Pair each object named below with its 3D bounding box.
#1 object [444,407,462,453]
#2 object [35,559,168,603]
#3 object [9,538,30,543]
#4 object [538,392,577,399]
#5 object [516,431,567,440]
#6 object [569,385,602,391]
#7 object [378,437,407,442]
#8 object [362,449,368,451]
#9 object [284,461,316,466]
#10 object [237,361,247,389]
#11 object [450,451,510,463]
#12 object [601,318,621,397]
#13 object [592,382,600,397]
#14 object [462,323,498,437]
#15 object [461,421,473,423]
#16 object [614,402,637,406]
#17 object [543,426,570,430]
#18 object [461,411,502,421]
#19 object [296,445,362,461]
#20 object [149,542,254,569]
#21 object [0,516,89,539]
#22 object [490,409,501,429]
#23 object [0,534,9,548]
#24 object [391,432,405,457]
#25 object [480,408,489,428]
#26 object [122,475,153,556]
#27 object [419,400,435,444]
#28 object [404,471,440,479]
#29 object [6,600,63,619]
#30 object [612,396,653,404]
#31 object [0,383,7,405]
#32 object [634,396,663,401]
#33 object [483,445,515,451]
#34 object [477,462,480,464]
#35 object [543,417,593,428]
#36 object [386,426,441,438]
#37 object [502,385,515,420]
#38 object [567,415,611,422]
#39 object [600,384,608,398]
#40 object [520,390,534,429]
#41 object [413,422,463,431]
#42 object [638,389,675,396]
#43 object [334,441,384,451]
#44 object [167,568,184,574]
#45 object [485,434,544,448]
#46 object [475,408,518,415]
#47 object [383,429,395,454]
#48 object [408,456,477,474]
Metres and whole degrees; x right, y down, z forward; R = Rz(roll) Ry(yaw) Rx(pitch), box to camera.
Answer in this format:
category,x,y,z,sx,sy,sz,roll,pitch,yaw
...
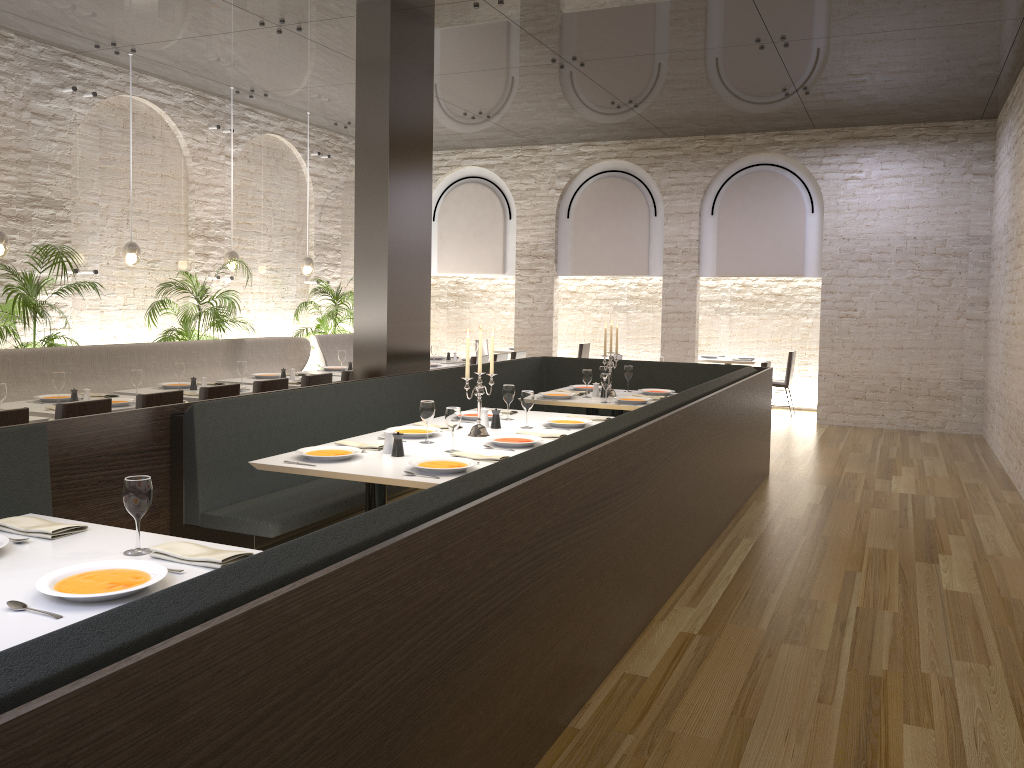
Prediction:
category,x,y,z,sx,sy,sz,roll,pitch,yaw
object,-0.306,0.237,4.594,0.086,0.230,0.087,0,4,-24
object,-1.089,0.531,2.361,0.322,0.036,0.322,6,7,43
object,-1.595,0.488,2.806,0.181,0.015,0.038,4,6,25
object,0.373,0.098,7.263,0.321,0.036,0.322,1,5,-1
object,0.174,0.298,5.168,0.273,0.033,0.143,3,6,24
object,0.673,0.040,7.945,0.322,0.036,0.322,3,6,19
object,-0.665,0.309,4.923,0.185,0.010,0.017,3,5,24
object,-0.822,0.337,4.564,0.181,0.015,0.038,4,6,25
object,-0.996,0.374,4.170,0.185,0.010,0.017,3,5,24
object,-2.309,-0.079,7.570,0.086,0.230,0.087,0,4,-24
object,-0.157,0.363,4.415,0.273,0.033,0.143,3,6,24
object,0.832,-0.226,7.465,0.132,0.655,0.390,3,4,34
object,0.703,0.048,7.415,0.069,0.126,0.069,-1,4,-24
object,-0.187,-0.027,5.146,0.132,0.655,0.390,3,4,34
object,-0.319,0.242,5.709,0.185,0.010,0.017,3,5,24
object,0.877,0.155,6.842,0.181,0.015,0.038,4,6,25
object,0.275,0.272,5.474,0.181,0.015,0.038,4,6,25
object,-0.226,0.215,5.899,0.322,0.036,0.322,3,6,19
object,-0.901,0.347,4.364,0.321,0.036,0.322,3,6,21
object,-0.930,0.507,2.656,0.273,0.033,0.143,3,6,24
object,-1.560,0.470,2.932,0.273,0.033,0.143,3,6,24
object,-0.099,0.215,5.472,0.069,0.126,0.069,2,4,17
object,-1.669,0.497,2.617,0.322,0.036,0.322,6,7,43
object,-0.572,0.303,4.443,0.069,0.126,0.069,-1,4,-35
object,-0.173,0.210,5.508,0.069,0.126,0.069,2,4,17
object,-1.139,0.399,2.698,0.086,0.230,0.086,3,4,36
object,-0.466,0.208,4.866,0.086,0.230,0.086,2,4,24
object,-0.402,0.404,3.934,0.181,0.015,0.038,4,6,25
object,-1.174,0.555,2.176,0.181,0.015,0.038,4,6,25
object,0.953,0.133,7.007,0.321,0.036,0.322,1,5,-1
object,-3.121,0.111,5.391,0.086,0.230,0.087,0,4,-24
object,1.089,0.119,7.250,0.273,0.033,0.143,3,6,24
object,-0.070,0.339,4.687,0.181,0.015,0.038,4,6,25
object,-0.242,0.375,4.297,0.185,0.010,0.017,3,5,24
object,0.354,0.250,5.643,0.322,0.036,0.322,3,6,19
object,-0.568,0.282,5.121,0.322,0.036,0.322,6,7,43
object,-0.024,0.122,5.872,0.086,0.230,0.086,3,4,36
object,0.520,0.231,5.955,0.273,0.033,0.143,3,6,24
object,0.767,0.054,7.361,0.069,0.126,0.069,-1,4,-24
object,0.095,0.159,5.506,0.086,0.230,0.086,3,4,36
object,-0.456,0.261,5.444,0.273,0.033,0.143,3,6,24
object,1.253,0.074,7.689,0.321,0.036,0.322,-1,6,-18
object,-0.787,0.325,4.691,0.273,0.033,0.143,3,6,24
object,-1.015,0.526,2.539,0.185,0.010,0.017,3,5,24
object,0.012,0.316,4.865,0.322,0.036,0.322,6,7,43
object,-0.110,0.193,6.230,0.273,0.033,0.143,3,6,24
object,-0.626,0.295,4.521,0.069,0.126,0.069,-2,5,-43
object,-0.321,0.381,4.108,0.321,0.036,0.322,1,5,-1
